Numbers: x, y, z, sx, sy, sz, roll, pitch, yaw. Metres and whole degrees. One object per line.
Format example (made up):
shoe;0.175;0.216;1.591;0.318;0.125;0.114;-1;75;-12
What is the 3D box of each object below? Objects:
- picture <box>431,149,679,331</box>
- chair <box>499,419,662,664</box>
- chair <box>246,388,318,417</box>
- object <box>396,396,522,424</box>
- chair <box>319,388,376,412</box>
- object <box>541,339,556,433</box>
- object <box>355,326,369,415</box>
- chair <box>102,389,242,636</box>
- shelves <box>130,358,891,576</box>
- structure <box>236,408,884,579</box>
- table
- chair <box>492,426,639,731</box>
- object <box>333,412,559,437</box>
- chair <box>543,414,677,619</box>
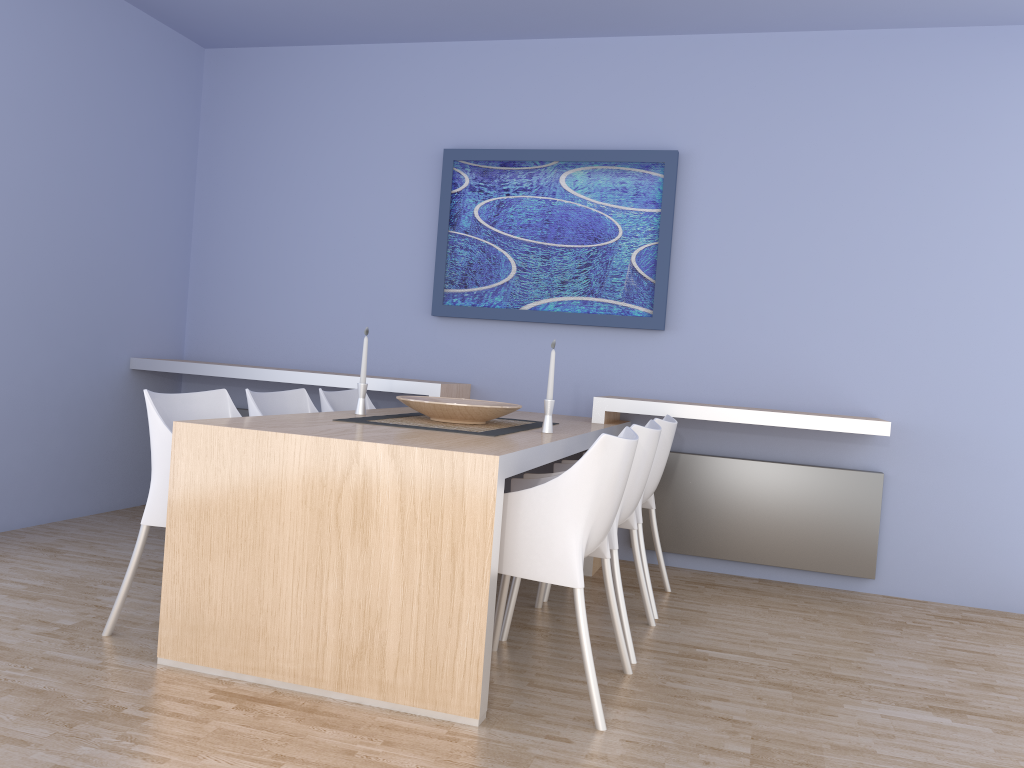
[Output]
picture;0.203;-0.770;4.641;1.252;0.901;0.049;5;1;16
chair;0.284;0.517;3.248;0.486;0.793;0.510;5;1;17
chair;-0.820;0.426;3.545;0.486;0.793;0.510;5;1;16
object;-0.209;0.107;3.482;0.493;0.081;0.493;5;1;35
chair;-0.661;0.427;4.097;0.486;0.793;0.510;5;1;16
object;0.143;0.007;3.286;0.045;0.349;0.045;5;1;16
object;-0.585;-0.054;3.496;0.045;0.349;0.045;4;1;-32
chair;-0.980;0.425;2.993;0.486;0.793;0.510;5;1;16
shelves;-0.211;0.427;4.570;3.901;0.840;0.463;5;1;16
structure;-0.104;0.518;4.727;3.843;0.503;0.064;5;1;16
table;-0.216;0.508;3.592;1.002;0.718;2.340;5;1;16
chair;0.119;0.516;2.676;0.486;0.793;0.510;5;1;16
object;-0.210;0.149;3.480;0.594;0.005;0.986;5;1;16
chair;0.447;0.518;3.813;0.486;0.793;0.510;5;1;16
